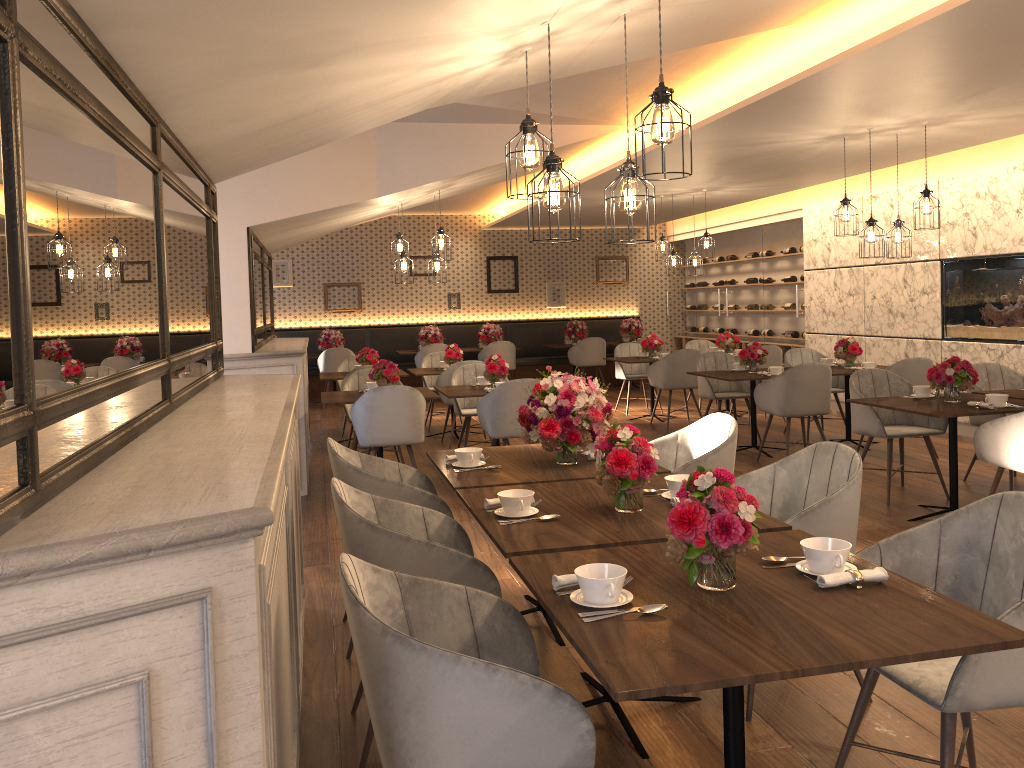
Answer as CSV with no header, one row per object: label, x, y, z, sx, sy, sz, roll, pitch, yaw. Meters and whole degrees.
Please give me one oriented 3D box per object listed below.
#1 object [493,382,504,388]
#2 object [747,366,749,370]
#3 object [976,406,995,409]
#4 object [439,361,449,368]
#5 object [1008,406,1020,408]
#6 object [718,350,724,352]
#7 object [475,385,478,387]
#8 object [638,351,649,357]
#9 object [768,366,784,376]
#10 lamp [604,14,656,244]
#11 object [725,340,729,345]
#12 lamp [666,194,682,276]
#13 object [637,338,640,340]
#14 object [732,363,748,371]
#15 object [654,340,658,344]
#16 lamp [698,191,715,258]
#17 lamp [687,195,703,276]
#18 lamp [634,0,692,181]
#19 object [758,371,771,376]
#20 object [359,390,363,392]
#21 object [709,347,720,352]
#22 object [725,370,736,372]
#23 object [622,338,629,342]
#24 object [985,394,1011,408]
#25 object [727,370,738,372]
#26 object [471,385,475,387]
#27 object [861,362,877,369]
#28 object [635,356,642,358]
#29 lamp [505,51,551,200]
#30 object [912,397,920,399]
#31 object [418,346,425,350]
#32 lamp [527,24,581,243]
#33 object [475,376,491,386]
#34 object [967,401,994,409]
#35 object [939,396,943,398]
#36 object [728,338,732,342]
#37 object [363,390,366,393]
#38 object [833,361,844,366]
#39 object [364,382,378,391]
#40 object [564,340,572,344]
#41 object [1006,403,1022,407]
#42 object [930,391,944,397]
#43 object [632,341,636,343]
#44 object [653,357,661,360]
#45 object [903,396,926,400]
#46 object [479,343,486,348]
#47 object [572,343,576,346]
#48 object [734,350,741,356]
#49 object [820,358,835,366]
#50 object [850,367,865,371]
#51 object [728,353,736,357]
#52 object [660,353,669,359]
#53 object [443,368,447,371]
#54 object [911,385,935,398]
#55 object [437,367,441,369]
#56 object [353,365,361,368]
object,-0.076,0.023,7.078,0.148,0.072,0.148,3,7,45
object,2.257,-0.150,8.368,0.056,0.039,0.176,-3,5,-12
object,2.794,0.127,5.237,0.025,0.024,0.193,-3,5,-12
object,-0.748,-0.217,9.928,0.148,0.072,0.148,3,7,45
object,2.944,0.129,5.288,0.022,0.004,0.211,-3,5,-12
object,2.614,-0.402,10.986,0.056,0.039,0.176,-3,5,-12
object,-0.313,0.015,7.622,0.022,0.004,0.211,-3,5,-12
object,1.606,-0.367,10.761,0.148,0.072,0.148,-5,6,-35
object,2.313,-0.113,7.756,0.148,0.072,0.148,-5,6,-35
lamp,0.407,-1.553,3.230,0.175,2.067,0.175,-2,2,-11
object,2.565,-0.497,10.592,0.049,0.052,0.078,-2,4,-2
lamp,1.879,-2.305,10.393,0.175,2.067,0.175,-2,2,-11
object,2.076,-0.694,14.167,0.148,0.072,0.148,1,6,35
object,2.146,-0.162,8.342,0.148,0.072,0.148,-5,6,-35
object,1.680,-0.492,10.415,0.077,0.052,0.046,2,5,39
lamp,2.234,-2.498,10.260,0.175,2.067,0.175,-2,2,-11
lamp,2.169,-2.332,10.587,0.175,2.067,0.175,-2,2,-11
lamp,0.472,-1.718,2.903,0.175,2.067,0.175,-2,2,-11
object,2.203,-0.090,7.732,0.056,0.039,0.176,-3,5,-12
object,-1.271,0.058,7.417,0.043,0.015,0.198,-3,5,-16
object,2.503,-0.413,10.960,0.148,0.072,0.148,-5,6,-35
object,2.040,-0.126,8.300,0.043,0.015,0.198,-3,5,-16
object,1.908,-0.743,14.753,0.148,0.072,0.149,1,5,30
object,2.873,0.100,5.245,0.148,0.072,0.149,1,5,30
object,2.076,-0.121,8.301,0.022,0.004,0.211,-3,5,-12
object,-0.349,0.011,7.621,0.043,0.015,0.198,-3,5,-16
object,3.210,-0.159,7.955,0.148,0.072,0.148,-5,6,-35
object,1.537,-0.326,10.720,0.022,0.004,0.211,-3,5,-12
lamp,0.039,-1.746,3.350,0.175,2.067,0.175,-2,2,-11
object,2.600,0.088,5.788,0.043,0.015,0.198,-3,5,-16
object,-1.410,-0.572,14.017,0.148,0.072,0.148,1,6,35
lamp,0.117,-1.526,3.036,0.175,2.067,0.175,-2,2,-11
object,-0.243,-0.025,7.664,0.148,0.072,0.148,3,7,45
object,2.763,0.123,5.220,0.056,0.039,0.176,-3,5,-12
object,2.786,0.072,5.840,0.025,0.024,0.193,-3,5,-12
object,2.590,-0.527,10.584,0.048,0.052,0.076,-4,5,-33
object,-1.235,0.063,7.418,0.022,0.004,0.211,-3,5,-12
object,3.154,-0.197,8.567,0.056,0.039,0.176,-3,5,-12
object,-1.165,0.022,7.459,0.148,0.072,0.148,3,7,45
object,0.931,-0.693,14.536,0.148,0.072,0.148,1,6,35
object,2.980,0.122,5.289,0.043,0.015,0.198,-3,5,-16
object,2.817,0.063,5.856,0.056,0.039,0.176,-3,5,-12
object,1.965,-0.672,14.143,0.056,0.039,0.176,-3,5,-12
object,1.663,-0.296,10.151,0.056,0.039,0.176,-3,5,-12
object,2.636,0.092,5.789,0.022,0.004,0.211,-3,5,-12
object,-0.463,-0.621,14.227,0.148,0.072,0.148,1,6,35
object,0.988,-0.621,13.926,0.056,0.039,0.176,-3,5,-12
object,2.670,-0.364,10.374,0.148,0.072,0.148,-5,6,-35
object,3.042,-0.208,8.541,0.148,0.072,0.148,-5,6,-35
object,3.099,-0.136,7.931,0.056,0.039,0.176,-3,5,-12
object,2.560,-0.342,10.350,0.056,0.039,0.176,-3,5,-12
object,1.774,-0.318,10.175,0.148,0.072,0.148,-5,6,-35
object,-0.691,-0.146,9.318,0.056,0.039,0.176,-3,5,-12
object,2.706,0.052,5.831,0.148,0.072,0.149,1,5,30
object,-0.818,-0.177,9.887,0.022,0.004,0.211,-3,5,-12
object,-1.670,-0.170,9.724,0.148,0.072,0.148,3,7,45
